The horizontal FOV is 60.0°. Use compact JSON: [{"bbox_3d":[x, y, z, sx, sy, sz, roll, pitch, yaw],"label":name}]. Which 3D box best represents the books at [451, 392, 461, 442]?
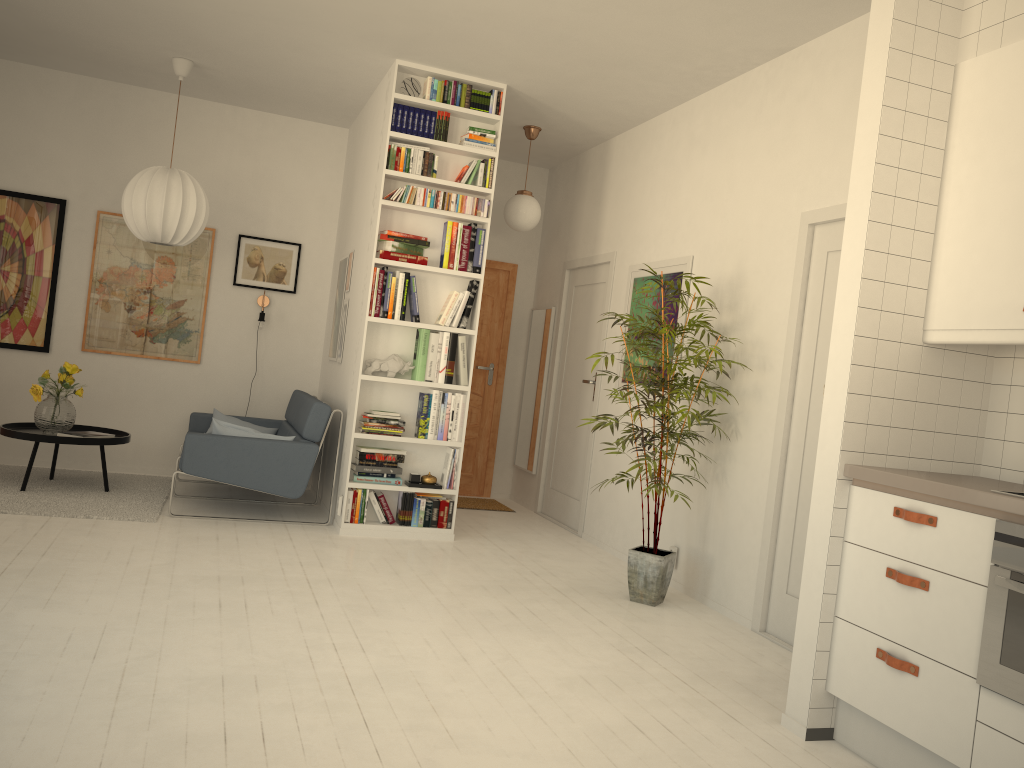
[{"bbox_3d":[-0.380,0.208,5.671,0.037,0.308,0.161,7,0,-19],"label":"books"}]

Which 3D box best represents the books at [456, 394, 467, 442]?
[{"bbox_3d":[-0.356,0.212,5.711,0.039,0.303,0.229,7,1,-19],"label":"books"}]

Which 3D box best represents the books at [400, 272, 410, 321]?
[{"bbox_3d":[-0.683,-0.543,5.535,0.033,0.306,0.150,7,0,-19],"label":"books"}]

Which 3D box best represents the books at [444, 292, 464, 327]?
[{"bbox_3d":[-0.383,-0.471,5.639,0.105,0.225,0.138,7,0,-19],"label":"books"}]

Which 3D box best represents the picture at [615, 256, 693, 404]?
[{"bbox_3d":[0.876,-0.341,5.602,0.012,0.877,0.822,7,1,-19],"label":"picture"}]

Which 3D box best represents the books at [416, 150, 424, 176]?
[{"bbox_3d":[-0.599,-1.361,5.540,0.035,0.158,0.200,7,1,-19],"label":"books"}]

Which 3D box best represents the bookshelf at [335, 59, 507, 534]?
[{"bbox_3d":[-0.577,-0.493,5.599,0.710,2.900,0.249,7,0,-19],"label":"bookshelf"}]

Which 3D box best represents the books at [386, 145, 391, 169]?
[{"bbox_3d":[-0.788,-1.383,5.493,0.019,0.156,0.205,7,1,-19],"label":"books"}]

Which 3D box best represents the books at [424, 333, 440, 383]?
[{"bbox_3d":[-0.532,-0.167,5.622,0.065,0.311,0.200,7,0,-19],"label":"books"}]

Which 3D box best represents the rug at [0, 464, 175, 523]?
[{"bbox_3d":[-2.918,0.681,5.706,1.304,0.012,1.661,7,1,-17],"label":"rug"}]

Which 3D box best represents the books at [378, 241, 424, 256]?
[{"bbox_3d":[-0.693,-0.836,5.538,0.128,0.064,0.268,7,1,41],"label":"books"}]

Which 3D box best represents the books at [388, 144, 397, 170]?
[{"bbox_3d":[-0.755,-1.380,5.479,0.034,0.162,0.197,7,1,-19],"label":"books"}]

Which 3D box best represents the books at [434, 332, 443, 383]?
[{"bbox_3d":[-0.495,-0.171,5.653,0.023,0.321,0.235,7,1,-19],"label":"books"}]

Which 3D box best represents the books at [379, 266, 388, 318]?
[{"bbox_3d":[-0.813,-0.565,5.504,0.021,0.317,0.179,7,0,-19],"label":"books"}]

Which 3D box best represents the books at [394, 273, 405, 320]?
[{"bbox_3d":[-0.718,-0.540,5.531,0.032,0.291,0.189,7,0,-19],"label":"books"}]

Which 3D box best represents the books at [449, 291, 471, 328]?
[{"bbox_3d":[-0.348,-0.474,5.675,0.092,0.244,0.197,7,1,-19],"label":"books"}]

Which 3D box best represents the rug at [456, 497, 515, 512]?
[{"bbox_3d":[-0.500,0.954,7.153,0.941,0.002,0.553,7,1,-19],"label":"rug"}]

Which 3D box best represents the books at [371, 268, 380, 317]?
[{"bbox_3d":[-0.864,-0.562,5.494,0.015,0.301,0.207,7,0,-19],"label":"books"}]

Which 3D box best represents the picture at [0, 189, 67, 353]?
[{"bbox_3d":[-3.706,-0.832,6.397,0.778,1.134,0.018,7,0,-19],"label":"picture"}]

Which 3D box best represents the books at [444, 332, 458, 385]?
[{"bbox_3d":[-0.414,-0.165,5.662,0.056,0.327,0.202,7,0,-19],"label":"books"}]

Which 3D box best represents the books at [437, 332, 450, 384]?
[{"bbox_3d":[-0.460,-0.168,5.651,0.037,0.324,0.240,7,1,-19],"label":"books"}]

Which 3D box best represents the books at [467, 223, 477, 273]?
[{"bbox_3d":[-0.278,-0.862,5.673,0.039,0.317,0.161,7,0,-19],"label":"books"}]

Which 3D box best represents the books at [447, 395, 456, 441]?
[{"bbox_3d":[-0.413,0.211,5.670,0.022,0.291,0.208,7,1,-19],"label":"books"}]

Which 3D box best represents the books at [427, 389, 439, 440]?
[{"bbox_3d":[-0.528,0.188,5.652,0.037,0.312,0.241,7,1,-19],"label":"books"}]

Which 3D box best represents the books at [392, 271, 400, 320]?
[{"bbox_3d":[-0.747,-0.548,5.536,0.020,0.304,0.193,7,0,-19],"label":"books"}]

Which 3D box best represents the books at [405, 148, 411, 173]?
[{"bbox_3d":[-0.668,-1.370,5.523,0.024,0.155,0.188,7,1,-19],"label":"books"}]

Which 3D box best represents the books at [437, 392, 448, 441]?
[{"bbox_3d":[-0.457,0.204,5.636,0.035,0.304,0.150,7,0,-19],"label":"books"}]

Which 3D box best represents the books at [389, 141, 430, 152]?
[{"bbox_3d":[-0.647,-1.459,5.524,0.255,0.022,0.189,7,1,-9],"label":"books"}]

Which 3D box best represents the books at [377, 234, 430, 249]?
[{"bbox_3d":[-0.689,-0.888,5.550,0.314,0.035,0.205,7,1,-19],"label":"books"}]

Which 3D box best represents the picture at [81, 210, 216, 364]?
[{"bbox_3d":[-2.749,-0.723,6.732,0.838,1.052,0.012,7,0,-19],"label":"picture"}]

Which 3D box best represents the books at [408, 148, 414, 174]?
[{"bbox_3d":[-0.646,-1.366,5.514,0.012,0.155,0.208,7,1,-19],"label":"books"}]

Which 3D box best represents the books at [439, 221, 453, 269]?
[{"bbox_3d":[-0.433,-0.875,5.639,0.032,0.300,0.200,7,0,-19],"label":"books"}]

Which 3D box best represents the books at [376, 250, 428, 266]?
[{"bbox_3d":[-0.695,-0.777,5.530,0.300,0.056,0.202,7,1,-19],"label":"books"}]

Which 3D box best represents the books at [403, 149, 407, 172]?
[{"bbox_3d":[-0.687,-1.369,5.516,0.013,0.149,0.208,7,1,-19],"label":"books"}]

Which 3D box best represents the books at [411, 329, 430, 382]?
[{"bbox_3d":[-0.587,-0.183,5.598,0.056,0.328,0.229,7,0,-19],"label":"books"}]

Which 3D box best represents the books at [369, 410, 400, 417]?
[{"bbox_3d":[-0.797,0.181,5.523,0.166,0.019,0.127,6,1,-26],"label":"books"}]

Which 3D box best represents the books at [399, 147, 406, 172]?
[{"bbox_3d":[-0.699,-1.371,5.496,0.023,0.152,0.199,7,1,-19],"label":"books"}]

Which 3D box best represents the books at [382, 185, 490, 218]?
[{"bbox_3d":[-0.499,-1.142,5.592,0.664,0.110,0.278,7,1,-19],"label":"books"}]

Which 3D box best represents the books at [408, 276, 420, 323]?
[{"bbox_3d":[-0.628,-0.529,5.567,0.093,0.288,0.200,7,1,-19],"label":"books"}]

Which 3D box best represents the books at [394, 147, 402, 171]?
[{"bbox_3d":[-0.726,-1.373,5.492,0.030,0.149,0.202,7,1,-19],"label":"books"}]

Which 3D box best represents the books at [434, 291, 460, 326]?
[{"bbox_3d":[-0.413,-0.477,5.620,0.115,0.232,0.133,7,0,-19],"label":"books"}]

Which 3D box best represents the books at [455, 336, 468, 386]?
[{"bbox_3d":[-0.343,-0.151,5.694,0.099,0.316,0.229,7,1,-19],"label":"books"}]

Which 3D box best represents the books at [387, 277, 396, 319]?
[{"bbox_3d":[-0.764,-0.529,5.513,0.024,0.260,0.199,7,1,-19],"label":"books"}]

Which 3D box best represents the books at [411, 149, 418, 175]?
[{"bbox_3d":[-0.631,-1.367,5.537,0.028,0.159,0.223,7,1,-19],"label":"books"}]

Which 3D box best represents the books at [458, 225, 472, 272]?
[{"bbox_3d":[-0.323,-0.854,5.658,0.059,0.291,0.182,7,0,-19],"label":"books"}]

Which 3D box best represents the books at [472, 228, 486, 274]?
[{"bbox_3d":[-0.234,-0.842,5.687,0.054,0.289,0.179,7,0,-19],"label":"books"}]

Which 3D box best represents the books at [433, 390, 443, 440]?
[{"bbox_3d":[-0.499,0.191,5.664,0.027,0.311,0.229,7,1,-19],"label":"books"}]

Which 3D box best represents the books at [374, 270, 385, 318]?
[{"bbox_3d":[-0.839,-0.555,5.495,0.032,0.291,0.203,7,0,-19],"label":"books"}]

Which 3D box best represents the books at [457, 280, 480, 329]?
[{"bbox_3d":[-0.292,-0.506,5.684,0.092,0.319,0.179,7,0,-19],"label":"books"}]

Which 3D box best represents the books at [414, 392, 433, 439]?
[{"bbox_3d":[-0.571,0.197,5.626,0.057,0.284,0.200,7,1,-19],"label":"books"}]

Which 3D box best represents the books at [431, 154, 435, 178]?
[{"bbox_3d":[-0.517,-1.353,5.564,0.016,0.158,0.146,7,1,-19],"label":"books"}]

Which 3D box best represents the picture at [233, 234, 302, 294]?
[{"bbox_3d":[-1.929,-0.943,7.000,0.481,0.402,0.015,7,0,-19],"label":"picture"}]

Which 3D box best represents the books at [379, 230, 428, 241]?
[{"bbox_3d":[-0.690,-0.917,5.540,0.266,0.026,0.203,6,1,-30],"label":"books"}]

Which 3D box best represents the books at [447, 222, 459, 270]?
[{"bbox_3d":[-0.398,-0.868,5.644,0.039,0.302,0.199,7,0,-19],"label":"books"}]

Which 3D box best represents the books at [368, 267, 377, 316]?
[{"bbox_3d":[-0.883,-0.565,5.494,0.021,0.301,0.222,7,1,-19],"label":"books"}]

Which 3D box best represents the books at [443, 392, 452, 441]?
[{"bbox_3d":[-0.439,0.201,5.676,0.025,0.305,0.213,7,0,-19],"label":"books"}]

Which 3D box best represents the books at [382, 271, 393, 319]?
[{"bbox_3d":[-0.790,-0.548,5.510,0.030,0.289,0.200,7,0,-19],"label":"books"}]

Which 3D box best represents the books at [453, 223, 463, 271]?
[{"bbox_3d":[-0.366,-0.864,5.650,0.029,0.301,0.185,7,0,-19],"label":"books"}]
